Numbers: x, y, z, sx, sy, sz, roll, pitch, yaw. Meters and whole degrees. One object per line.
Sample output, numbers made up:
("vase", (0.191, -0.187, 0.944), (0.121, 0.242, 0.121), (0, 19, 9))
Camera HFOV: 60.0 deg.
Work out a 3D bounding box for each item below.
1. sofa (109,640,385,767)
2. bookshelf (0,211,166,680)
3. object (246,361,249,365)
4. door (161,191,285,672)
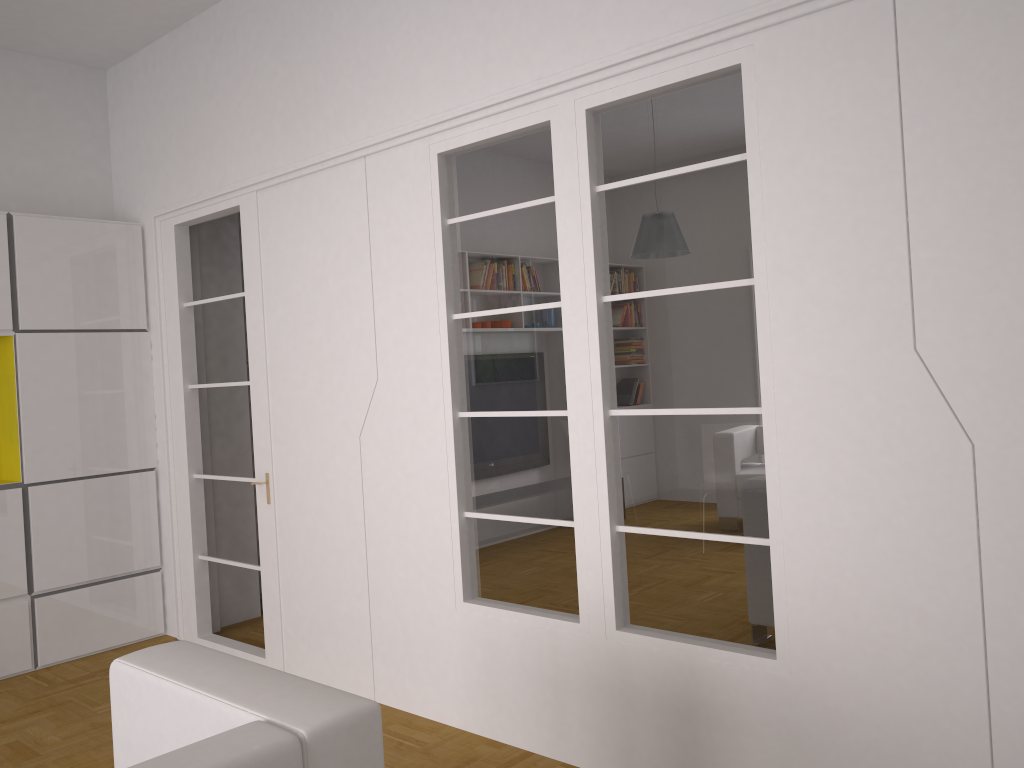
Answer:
("sofa", (-1.395, 1.107, 1.002), (0.822, 0.849, 2.624), (-3, 1, 42))
("bookshelf", (-4.069, 0.414, 3.457), (0.389, 2.480, 5.368), (-4, 0, 42))
("object", (-1.296, 0.462, 5.852), (0.885, 2.005, 0.589), (-3, 0, -28))
("door", (-1.591, 0.258, 4.858), (1.008, 2.454, 0.139), (-3, 0, 42))
